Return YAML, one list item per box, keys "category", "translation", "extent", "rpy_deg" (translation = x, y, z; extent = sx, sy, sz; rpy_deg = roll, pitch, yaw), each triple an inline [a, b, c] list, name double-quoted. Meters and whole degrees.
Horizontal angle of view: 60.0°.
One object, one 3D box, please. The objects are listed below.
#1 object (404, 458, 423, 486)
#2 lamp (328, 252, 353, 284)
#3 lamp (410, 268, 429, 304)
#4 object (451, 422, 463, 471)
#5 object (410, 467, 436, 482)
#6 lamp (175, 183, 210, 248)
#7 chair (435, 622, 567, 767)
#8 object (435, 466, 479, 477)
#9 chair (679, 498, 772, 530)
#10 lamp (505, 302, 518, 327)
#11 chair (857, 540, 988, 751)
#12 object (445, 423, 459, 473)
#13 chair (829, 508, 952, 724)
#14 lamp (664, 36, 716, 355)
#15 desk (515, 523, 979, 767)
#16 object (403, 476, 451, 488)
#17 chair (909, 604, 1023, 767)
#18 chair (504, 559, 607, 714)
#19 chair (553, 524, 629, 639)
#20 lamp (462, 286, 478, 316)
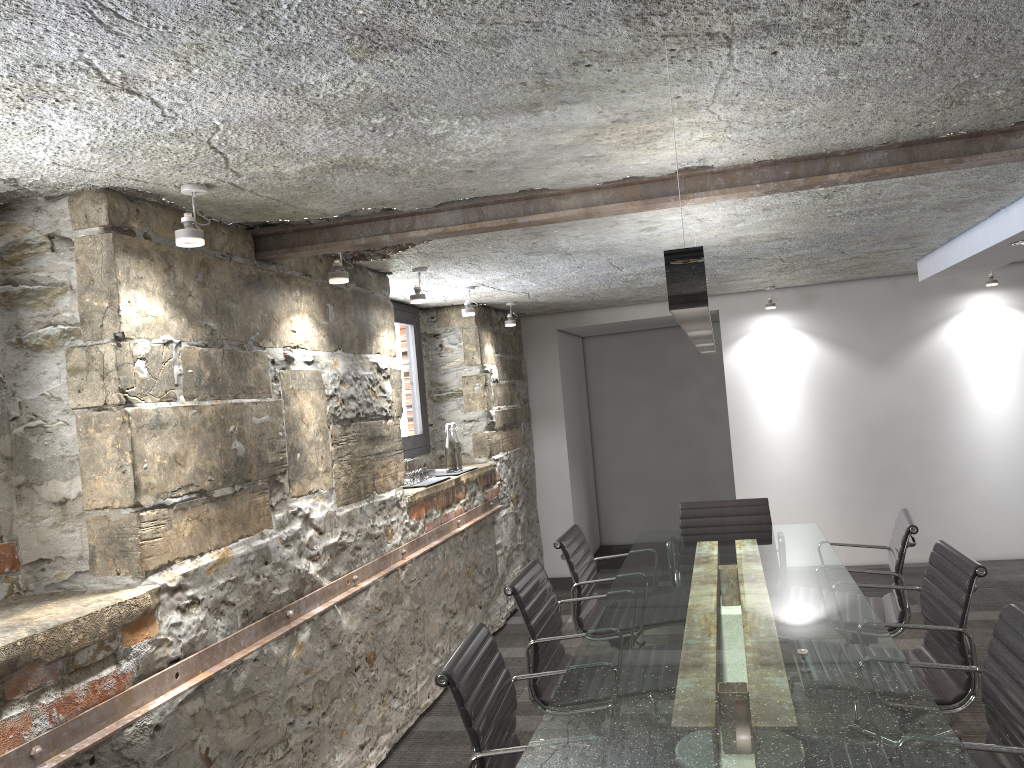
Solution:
- category: "object"
  translation: [-0.554, 0.470, 4.738]
  extent: [0.108, 0.131, 0.218]
  rpy_deg: [-5, -1, 11]
- category: "lamp"
  translation: [-0.656, -0.467, 3.376]
  extent: [0.098, 0.165, 0.077]
  rpy_deg: [-4, -1, -44]
- category: "lamp"
  translation: [-0.448, -0.472, 4.261]
  extent: [0.098, 0.165, 0.077]
  rpy_deg: [-4, -1, -44]
- category: "object"
  translation: [-0.349, 0.385, 5.427]
  extent: [0.073, 0.300, 0.073]
  rpy_deg: [-5, -1, -18]
- category: "object"
  translation: [-0.509, 0.499, 4.949]
  extent: [0.111, 0.072, 0.191]
  rpy_deg: [-5, -1, 21]
- category: "lamp"
  translation: [-0.878, -0.462, 2.432]
  extent: [0.098, 0.165, 0.077]
  rpy_deg: [-4, -1, -44]
- category: "chair"
  translation: [0.171, 1.100, 2.359]
  extent: [0.667, 0.837, 0.693]
  rpy_deg: [-5, -1, 0]
- category: "object"
  translation: [-0.410, 0.537, 5.389]
  extent: [0.310, 0.007, 0.457]
  rpy_deg: [-5, -1, 13]
- category: "chair"
  translation: [1.119, 1.050, 4.560]
  extent: [0.693, 0.837, 0.667]
  rpy_deg: [-5, -1, 6]
- category: "lamp"
  translation: [-0.010, -0.481, 6.124]
  extent: [0.098, 0.165, 0.077]
  rpy_deg: [-4, -1, -44]
- category: "chair"
  translation: [1.294, 1.012, 3.071]
  extent: [0.667, 0.837, 0.693]
  rpy_deg: [-5, -1, 3]
- category: "object"
  translation: [-0.370, 0.385, 5.336]
  extent: [0.073, 0.300, 0.073]
  rpy_deg: [-5, -1, -18]
- category: "chair"
  translation: [1.484, 1.008, 3.896]
  extent: [0.667, 0.837, 0.693]
  rpy_deg: [-5, -1, 11]
- category: "lamp"
  translation: [0.665, -0.409, 3.181]
  extent: [0.073, 0.524, 3.159]
  rpy_deg: [-5, -1, 13]
- category: "desk"
  translation: [0.804, 1.120, 3.158]
  extent: [0.909, 0.711, 3.154]
  rpy_deg: [-5, -1, 13]
- category: "object"
  translation: [-0.539, 0.539, 4.841]
  extent: [0.310, 0.007, 0.457]
  rpy_deg: [-5, -1, 13]
- category: "chair"
  translation: [1.032, 1.021, 2.167]
  extent: [0.667, 0.837, 0.693]
  rpy_deg: [-5, -1, 4]
- category: "chair"
  translation: [0.341, 1.099, 3.280]
  extent: [0.667, 0.837, 0.693]
  rpy_deg: [-5, -1, 4]
- category: "chair"
  translation: [0.560, 1.093, 4.132]
  extent: [0.667, 0.837, 0.693]
  rpy_deg: [-5, -1, 5]
- category: "lamp"
  translation: [-0.248, -0.476, 5.109]
  extent: [0.098, 0.165, 0.077]
  rpy_deg: [-4, -1, -44]
